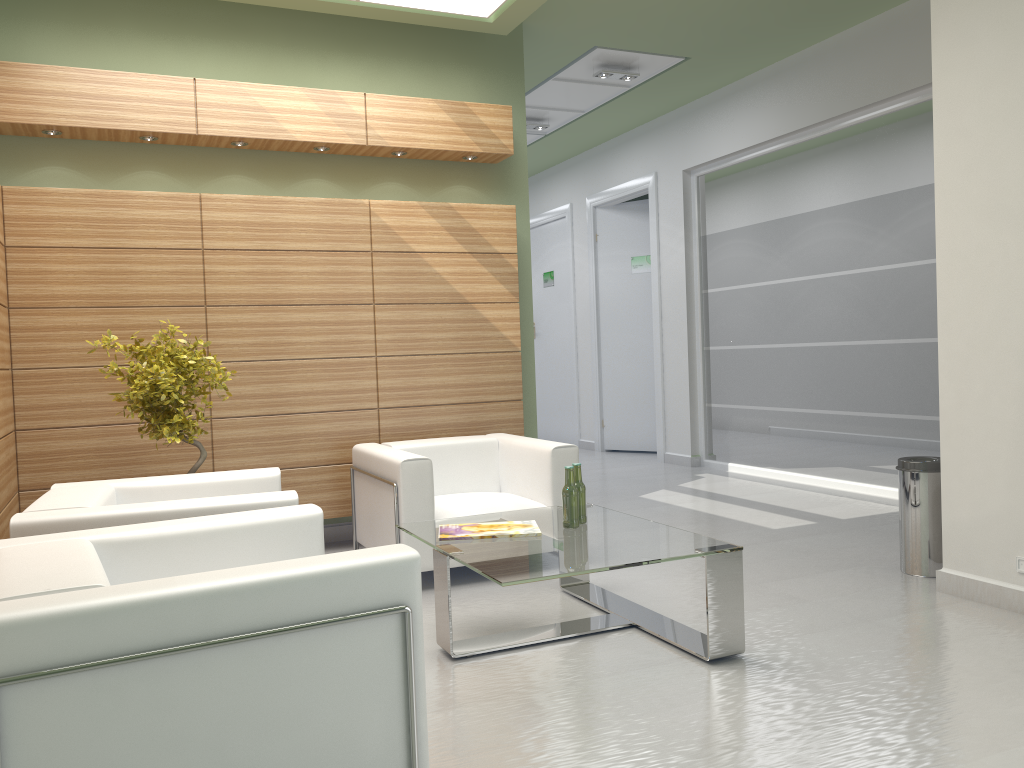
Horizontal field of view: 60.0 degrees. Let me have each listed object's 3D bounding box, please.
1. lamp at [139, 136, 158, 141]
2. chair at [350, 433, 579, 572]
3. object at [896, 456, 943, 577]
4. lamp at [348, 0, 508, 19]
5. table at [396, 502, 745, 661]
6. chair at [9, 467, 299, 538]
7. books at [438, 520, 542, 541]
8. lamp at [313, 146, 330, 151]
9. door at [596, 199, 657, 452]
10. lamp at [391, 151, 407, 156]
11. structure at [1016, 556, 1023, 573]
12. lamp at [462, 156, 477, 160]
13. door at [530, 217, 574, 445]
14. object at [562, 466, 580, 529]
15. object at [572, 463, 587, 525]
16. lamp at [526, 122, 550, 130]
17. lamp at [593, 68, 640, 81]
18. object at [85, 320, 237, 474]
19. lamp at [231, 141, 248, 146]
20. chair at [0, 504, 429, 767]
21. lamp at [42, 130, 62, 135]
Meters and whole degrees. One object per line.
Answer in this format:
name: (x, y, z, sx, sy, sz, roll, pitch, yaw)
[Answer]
lamp: (-3.784, -2.584, 9.236, 0.181, 0.074, 0.181, -3, 2, -30)
chair: (-0.504, 1.223, 9.071, 1.894, 1.234, 1.802, -3, 2, -24)
object: (3.754, 1.193, 8.048, 0.482, 1.027, 0.483, -1, 2, 37)
lamp: (-1.332, -4.188, 6.879, 4.571, 0.325, 5.060, -3, 2, -24)
table: (0.315, 1.492, 6.629, 1.783, 0.742, 2.197, -3, 2, -24)
chair: (-2.521, 1.379, 6.595, 1.769, 1.234, 1.894, -3, 2, -19)
books: (-0.178, 1.119, 6.788, 0.762, 0.025, 0.508, -2, 2, -4)
lamp: (-2.141, -2.669, 9.968, 0.181, 0.074, 0.181, -3, 2, -30)
door: (2.716, -1.171, 17.993, 2.089, 5.083, 0.134, -1, 2, 36)
lamp: (-1.317, -2.712, 10.335, 0.181, 0.074, 0.181, -1, 2, 27)
structure: (3.910, 1.375, 6.659, 0.017, 0.118, 0.262, -3, 2, -24)
lamp: (-0.509, -2.754, 10.695, 0.181, 0.074, 0.181, -3, 2, -30)
door: (0.876, -1.190, 20.682, 0.250, 5.083, 2.089, -3, 2, -24)
object: (0.448, 0.870, 6.821, 0.131, 0.475, 0.131, -1, 2, 31)
object: (0.517, 0.862, 6.984, 0.131, 0.475, 0.131, -1, 2, 31)
lamp: (0.327, -4.743, 16.155, 0.657, 0.159, 0.286, -3, 2, -24)
lamp: (1.571, -4.699, 13.369, 0.657, 0.159, 0.286, -3, 2, -24)
object: (-3.173, 0.680, 8.082, 1.116, 2.565, 1.201, -1, 2, 34)
lamp: (-2.954, -2.627, 9.606, 0.181, 0.074, 0.181, -1, 2, 27)
chair: (-1.589, 1.413, 4.465, 1.802, 1.234, 1.894, -3, 2, -29)
lamp: (-4.604, -2.541, 8.871, 0.181, 0.074, 0.181, -3, 2, -30)
